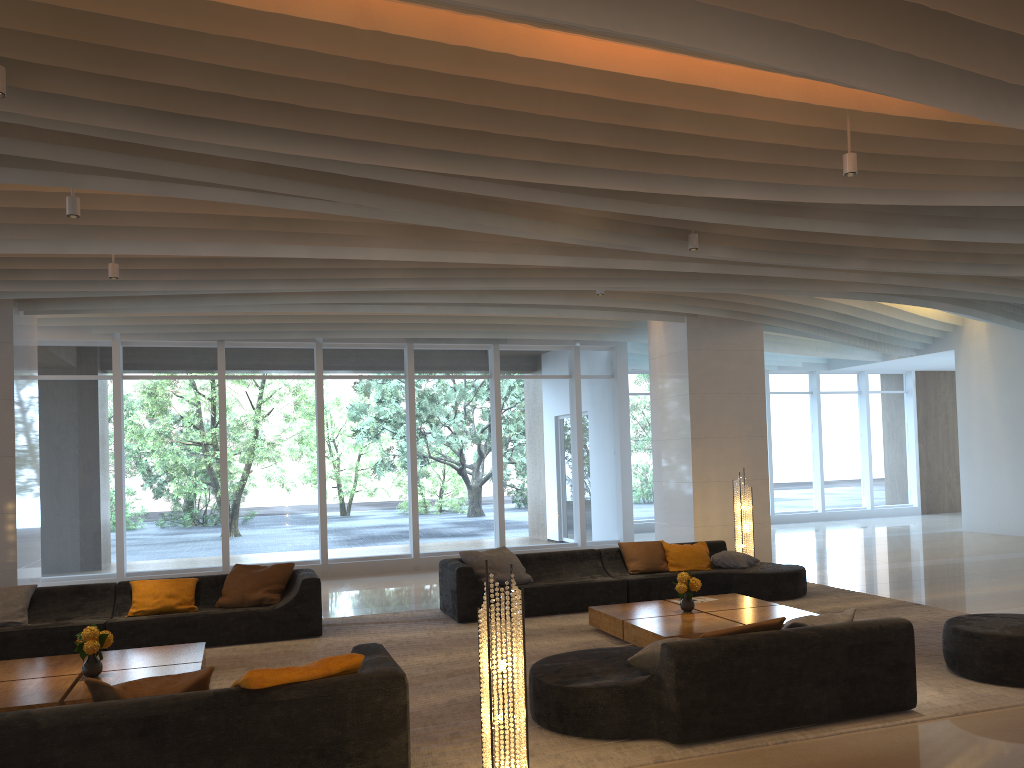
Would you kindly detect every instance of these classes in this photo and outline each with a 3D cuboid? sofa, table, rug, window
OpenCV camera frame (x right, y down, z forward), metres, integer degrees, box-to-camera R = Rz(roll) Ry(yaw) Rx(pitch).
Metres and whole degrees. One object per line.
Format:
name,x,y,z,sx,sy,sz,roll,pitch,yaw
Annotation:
sofa,-2.434,1.800,4.298,3.814,0.581,0.935,0,-4,-19
table,1.731,2.160,7.963,1.617,0.219,1.589,0,-5,-18
rug,-3.373,2.292,6.220,16.380,0.022,5.473,0,-5,-19
sofa,-3.870,2.172,8.102,4.187,0.581,1.341,0,-5,-20
window,-6.609,0.845,9.606,21.826,3.213,55.413,-6,-6,37
table,-3.066,2.178,6.327,1.617,0.219,1.589,0,-5,-18
sofa,1.288,2.166,10.005,4.210,0.581,1.333,-1,-4,-12
sofa,1.237,1.806,5.738,2.275,0.575,1.345,0,-5,-18

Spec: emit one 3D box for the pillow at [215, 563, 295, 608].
pillow,-2.563,2.003,8.873,0.637,0.377,0.550,-2,-4,4

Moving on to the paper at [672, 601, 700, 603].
paper,1.681,2.103,8.577,0.199,0.001,0.260,1,-5,-27

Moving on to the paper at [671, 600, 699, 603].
paper,1.684,2.103,8.581,0.188,0.001,0.254,0,-5,-26

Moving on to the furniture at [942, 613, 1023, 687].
furniture,3.619,1.888,6.350,0.988,0.363,0.981,-1,-5,-9

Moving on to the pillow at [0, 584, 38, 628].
pillow,-4.709,2.064,8.051,0.671,0.416,0.458,-1,-4,-18

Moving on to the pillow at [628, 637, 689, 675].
pillow,0.965,1.671,5.488,0.425,0.246,0.476,-3,-4,17

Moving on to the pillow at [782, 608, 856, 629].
pillow,1.923,1.617,5.743,0.570,0.344,0.453,0,-4,-20

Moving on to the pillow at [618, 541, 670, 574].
pillow,1.561,2.013,10.251,0.582,0.373,0.367,0,-3,-19

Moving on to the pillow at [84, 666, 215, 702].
pillow,-1.801,1.621,4.456,0.607,0.409,0.441,-1,-4,-16

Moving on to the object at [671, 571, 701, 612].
object,1.585,1.872,8.027,0.238,0.376,0.264,-1,-3,-16

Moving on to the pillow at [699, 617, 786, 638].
pillow,1.343,1.616,5.433,0.610,0.391,0.395,-1,-3,-16

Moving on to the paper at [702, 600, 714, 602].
paper,1.870,2.106,8.678,0.193,0.001,0.256,1,-6,-31

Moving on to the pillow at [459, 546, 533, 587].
pillow,-0.171,1.994,9.688,0.650,0.377,0.539,2,-5,-40

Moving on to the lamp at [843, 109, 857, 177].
lamp,2.260,-2.162,6.005,0.088,1.503,0.090,-3,-2,27

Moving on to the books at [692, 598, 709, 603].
books,1.778,2.099,8.617,0.215,0.011,0.179,2,-6,-37

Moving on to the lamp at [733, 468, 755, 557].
lamp,3.016,1.818,11.537,0.253,1.448,0.248,-1,-2,-18

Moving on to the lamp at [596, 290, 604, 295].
lamp,0.984,-1.767,10.128,0.088,1.503,0.090,-3,-2,27

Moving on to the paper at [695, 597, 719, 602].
paper,1.870,2.105,8.678,0.189,0.001,0.253,1,-6,-31

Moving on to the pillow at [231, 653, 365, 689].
pillow,-1.166,1.592,4.597,0.650,0.377,0.539,2,-5,-40

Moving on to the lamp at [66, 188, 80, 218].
lamp,-3.173,-1.951,6.387,0.088,1.503,0.090,-3,-2,45

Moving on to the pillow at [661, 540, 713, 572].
pillow,2.059,2.021,10.359,0.610,0.402,0.473,-1,-4,-11

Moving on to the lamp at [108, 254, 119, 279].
lamp,-3.809,-1.754,8.448,0.090,1.503,0.088,-1,-2,-27

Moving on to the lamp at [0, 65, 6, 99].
lamp,-2.525,-2.150,4.314,0.090,1.503,0.088,-1,-2,-27

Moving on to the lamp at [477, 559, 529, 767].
lamp,-0.043,1.418,4.205,0.253,1.195,0.248,-1,-2,-18

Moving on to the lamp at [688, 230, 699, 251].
lamp,1.619,-1.966,8.047,0.088,1.503,0.090,-3,-2,27

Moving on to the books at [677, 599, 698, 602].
books,1.700,2.095,8.595,0.113,0.011,0.179,1,-5,-27

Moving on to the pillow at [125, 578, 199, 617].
pillow,-3.351,2.077,8.515,0.644,0.393,0.446,0,-4,-19

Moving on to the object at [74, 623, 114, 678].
object,-2.936,1.866,6.221,0.265,0.376,0.237,-2,-2,4

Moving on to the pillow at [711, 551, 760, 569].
pillow,2.620,2.069,10.407,0.433,0.208,0.596,-5,-5,32
